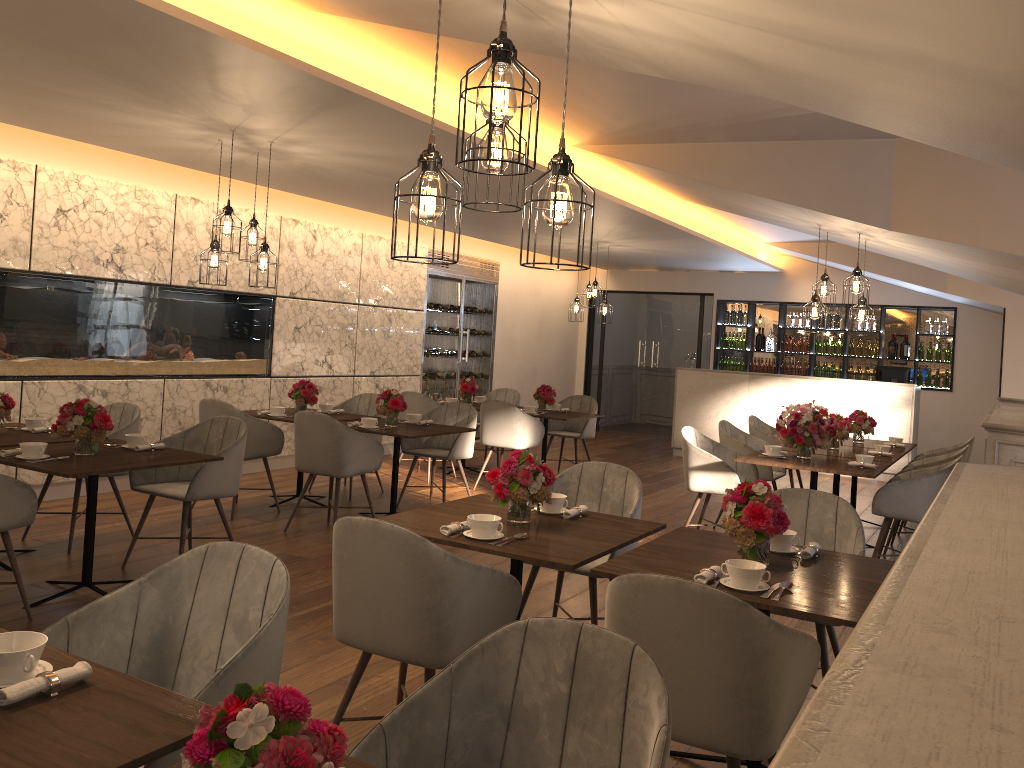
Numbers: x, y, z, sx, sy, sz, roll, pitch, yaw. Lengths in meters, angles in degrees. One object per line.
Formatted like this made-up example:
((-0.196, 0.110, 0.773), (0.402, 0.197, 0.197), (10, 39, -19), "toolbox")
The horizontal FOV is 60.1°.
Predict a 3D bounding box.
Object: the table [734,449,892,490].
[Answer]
((2.096, 0.898, 6.183), (0.898, 0.721, 0.895), (4, 2, 30), "table")

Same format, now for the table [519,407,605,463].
((0.326, 0.650, 8.946), (0.898, 0.721, 0.895), (4, 2, 30), "table")

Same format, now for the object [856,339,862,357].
((4.953, -0.518, 12.632), (0.065, 0.261, 0.066), (3, 0, 8), "object")

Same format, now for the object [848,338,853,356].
((4.857, -0.527, 12.686), (0.065, 0.261, 0.066), (3, 0, 8), "object")

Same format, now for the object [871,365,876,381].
((5.123, -0.139, 12.520), (0.065, 0.261, 0.066), (3, 0, 8), "object")

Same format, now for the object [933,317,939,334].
((5.808, -0.798, 12.124), (0.070, 0.236, 0.041), (3, 0, 29), "object")

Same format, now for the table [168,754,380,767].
((-0.308, 1.016, 0.988), (0.898, 0.721, 0.895), (4, 2, 30), "table")

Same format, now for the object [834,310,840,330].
((4.684, -0.938, 12.765), (0.075, 0.310, 0.075), (3, 0, 40), "object")

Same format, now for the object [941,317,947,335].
((5.896, -0.790, 12.074), (0.070, 0.236, 0.041), (3, 0, 29), "object")

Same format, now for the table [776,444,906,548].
((2.559, 0.885, 6.999), (0.898, 0.721, 0.895), (4, 2, 30), "table")

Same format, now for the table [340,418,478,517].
((-0.896, 0.685, 6.793), (0.898, 0.721, 0.895), (4, 2, 30), "table")

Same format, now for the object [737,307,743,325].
((3.472, -1.046, 13.457), (0.075, 0.310, 0.075), (4, 0, -14), "object")

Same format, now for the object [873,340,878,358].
((5.145, -0.501, 12.522), (0.065, 0.261, 0.066), (3, 0, 8), "object")

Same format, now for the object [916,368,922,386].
((5.627, -0.094, 12.232), (0.065, 0.263, 0.066), (3, 0, 8), "object")

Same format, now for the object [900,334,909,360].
((5.460, -0.521, 12.316), (0.103, 0.359, 0.104), (4, 0, -33), "object")

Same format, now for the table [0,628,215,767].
((-1.140, 0.941, 1.462), (0.898, 0.721, 0.895), (4, 2, 30), "table")

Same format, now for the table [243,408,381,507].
((-1.729, 0.610, 7.268), (0.898, 0.721, 0.895), (4, 2, 30), "table")

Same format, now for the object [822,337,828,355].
((4.550, -0.555, 12.862), (0.065, 0.263, 0.066), (3, 0, 8), "object")

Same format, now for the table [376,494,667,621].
((0.007, 0.908, 3.482), (0.898, 0.721, 0.895), (4, 2, 30), "table")

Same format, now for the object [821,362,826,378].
((4.528, -0.192, 12.859), (0.065, 0.261, 0.066), (3, 0, 8), "object")

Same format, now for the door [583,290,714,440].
((2.195, -0.312, 14.237), (2.109, 2.335, 0.273), (4, 0, 30), "door")

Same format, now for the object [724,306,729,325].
((3.291, -1.063, 13.560), (0.075, 0.310, 0.075), (4, 0, -35), "object")

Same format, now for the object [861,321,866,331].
((4.999, -0.871, 12.585), (0.070, 0.236, 0.041), (3, 0, 29), "object")

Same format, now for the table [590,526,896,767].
((0.839, 0.983, 3.007), (0.898, 0.721, 0.895), (4, 2, 30), "table")

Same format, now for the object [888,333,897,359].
((5.325, -0.532, 12.396), (0.104, 0.360, 0.104), (4, 0, -9), "object")

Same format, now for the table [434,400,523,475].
((-0.506, 0.576, 9.421), (0.898, 0.721, 0.895), (4, 2, 30), "table")

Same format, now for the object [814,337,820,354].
((4.454, -0.563, 12.916), (0.065, 0.261, 0.066), (3, 0, 8), "object")

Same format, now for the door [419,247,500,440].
((-0.673, -0.459, 11.581), (0.134, 2.469, 1.855), (3, 1, 30), "door")

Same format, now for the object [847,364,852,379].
((4.835, -0.165, 12.684), (0.065, 0.261, 0.066), (3, 0, 8), "object")

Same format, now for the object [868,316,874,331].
((5.087, -0.863, 12.535), (0.070, 0.236, 0.041), (3, 0, 29), "object")

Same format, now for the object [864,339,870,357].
((5.049, -0.509, 12.577), (0.065, 0.261, 0.066), (3, 0, 8), "object")

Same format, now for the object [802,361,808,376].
((4.301, -0.213, 12.988), (0.065, 0.261, 0.066), (3, 0, 8), "object")

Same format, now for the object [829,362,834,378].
((4.624, -0.184, 12.804), (0.065, 0.261, 0.066), (3, 0, 8), "object")

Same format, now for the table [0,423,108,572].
((-3.001, 0.646, 5.028), (0.898, 0.721, 0.895), (4, 2, 30), "table")

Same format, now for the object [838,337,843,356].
((4.742, -0.538, 12.752), (0.065, 0.263, 0.066), (3, 0, 8), "object")

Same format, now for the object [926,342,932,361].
((5.745, -0.447, 12.180), (0.065, 0.261, 0.066), (3, 0, 8), "object")

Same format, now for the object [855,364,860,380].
((4.931, -0.156, 12.629), (0.065, 0.261, 0.066), (3, 0, 8), "object")

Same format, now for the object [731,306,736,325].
((3.382, -1.055, 13.508), (0.075, 0.310, 0.075), (4, 0, -17), "object")

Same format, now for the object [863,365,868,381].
((5.027, -0.147, 12.574), (0.065, 0.261, 0.066), (3, 0, 8), "object")

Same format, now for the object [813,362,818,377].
((4.432, -0.201, 12.914), (0.065, 0.261, 0.066), (3, 0, 8), "object")

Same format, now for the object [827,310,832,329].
((4.594, -0.946, 12.817), (0.075, 0.310, 0.075), (3, 0, 40), "object")

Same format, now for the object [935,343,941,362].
((5.841, -0.438, 12.126), (0.065, 0.261, 0.066), (3, 0, 8), "object")

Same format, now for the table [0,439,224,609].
((-2.169, 0.721, 4.553), (0.898, 0.721, 0.895), (4, 2, 30), "table")

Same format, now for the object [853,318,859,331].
((4.912, -0.879, 12.635), (0.070, 0.236, 0.041), (3, 0, 29), "object")

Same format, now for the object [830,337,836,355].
((4.646, -0.547, 12.807), (0.065, 0.263, 0.066), (3, 0, 8), "object")

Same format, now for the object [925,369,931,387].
((5.723, -0.085, 12.177), (0.065, 0.261, 0.066), (3, 0, 8), "object")

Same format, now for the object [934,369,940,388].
((5.819, -0.076, 12.123), (0.065, 0.261, 0.066), (3, 0, 8), "object")

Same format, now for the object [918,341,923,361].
((5.649, -0.457, 12.235), (0.065, 0.263, 0.066), (3, 0, 8), "object")

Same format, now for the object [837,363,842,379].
((4.720, -0.175, 12.750), (0.065, 0.261, 0.066), (3, 0, 8), "object")

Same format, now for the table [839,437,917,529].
((3.023, 0.872, 7.815), (0.898, 0.721, 0.895), (4, 2, 30), "table")

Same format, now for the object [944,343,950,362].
((5.937, -0.430, 12.071), (0.065, 0.261, 0.066), (3, 0, 8), "object")

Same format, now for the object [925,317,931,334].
((5.721, -0.806, 12.173), (0.070, 0.236, 0.041), (3, 0, 29), "object")

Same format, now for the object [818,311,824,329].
((4.503, -0.954, 12.869), (0.075, 0.310, 0.075), (4, 0, -28), "object")
